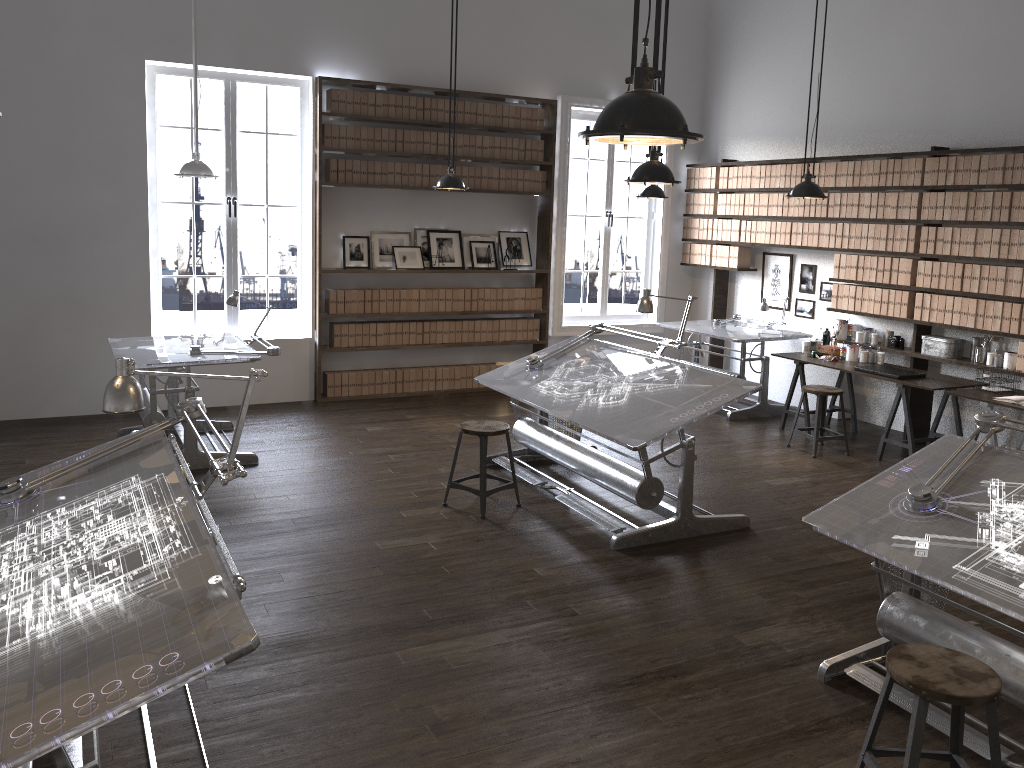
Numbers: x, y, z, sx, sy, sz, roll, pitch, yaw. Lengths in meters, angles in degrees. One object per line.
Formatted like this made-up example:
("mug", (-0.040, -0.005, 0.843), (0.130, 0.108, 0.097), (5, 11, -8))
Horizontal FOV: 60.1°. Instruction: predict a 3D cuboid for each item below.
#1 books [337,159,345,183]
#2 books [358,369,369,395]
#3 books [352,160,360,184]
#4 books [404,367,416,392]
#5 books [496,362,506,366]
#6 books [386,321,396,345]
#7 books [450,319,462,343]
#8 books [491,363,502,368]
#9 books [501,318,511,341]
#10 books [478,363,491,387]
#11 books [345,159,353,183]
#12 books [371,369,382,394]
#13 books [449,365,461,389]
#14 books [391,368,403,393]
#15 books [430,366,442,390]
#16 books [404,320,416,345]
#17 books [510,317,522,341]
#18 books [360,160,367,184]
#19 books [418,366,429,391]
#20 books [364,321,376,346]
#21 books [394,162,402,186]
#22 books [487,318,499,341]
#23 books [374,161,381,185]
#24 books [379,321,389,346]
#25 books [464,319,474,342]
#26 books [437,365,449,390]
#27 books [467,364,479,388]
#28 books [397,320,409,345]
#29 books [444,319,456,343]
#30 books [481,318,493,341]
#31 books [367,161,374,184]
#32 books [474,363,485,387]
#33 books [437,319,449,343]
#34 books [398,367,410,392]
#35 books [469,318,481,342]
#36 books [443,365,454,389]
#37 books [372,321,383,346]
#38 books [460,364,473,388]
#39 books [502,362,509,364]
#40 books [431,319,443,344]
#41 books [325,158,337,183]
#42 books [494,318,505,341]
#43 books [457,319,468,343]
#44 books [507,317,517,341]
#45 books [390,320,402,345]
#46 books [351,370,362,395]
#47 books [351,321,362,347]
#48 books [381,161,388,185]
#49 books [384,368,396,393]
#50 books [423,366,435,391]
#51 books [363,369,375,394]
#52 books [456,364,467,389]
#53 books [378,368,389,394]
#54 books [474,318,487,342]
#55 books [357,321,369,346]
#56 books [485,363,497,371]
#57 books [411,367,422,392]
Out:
("books", (-1.630, -2.001, 8.337), (0.067, 0.224, 0.176), (-2, 10, -27))
("books", (-1.473, -0.018, 8.730), (0.067, 0.224, 0.176), (-2, 10, -27))
("books", (-1.499, -2.009, 8.403), (0.067, 0.224, 0.175), (-2, 10, -27))
("books", (-1.033, -0.047, 8.956), (0.067, 0.224, 0.176), (-2, 10, -27))
("books", (-0.110, -0.105, 9.424), (0.067, 0.224, 0.175), (-2, 10, -27))
("books", (-1.211, -0.507, 8.787), (0.067, 0.224, 0.176), (-2, 10, -27))
("books", (-0.583, -0.548, 9.110), (0.067, 0.224, 0.176), (-2, 10, -27))
("books", (-0.174, -0.101, 9.392), (0.067, 0.224, 0.176), (-2, 10, -27))
("books", (-0.078, -0.579, 9.363), (0.067, 0.224, 0.176), (-2, 10, -27))
("books", (-0.293, -0.094, 9.331), (0.067, 0.224, 0.176), (-2, 10, -27))
("books", (-1.565, -2.006, 8.375), (0.067, 0.224, 0.176), (-2, 10, -27))
("books", (-1.352, -0.027, 8.797), (0.067, 0.224, 0.175), (-2, 10, -27))
("books", (-0.599, -0.073, 9.171), (0.067, 0.224, 0.176), (-2, 10, -27))
("books", (-1.156, -0.038, 8.891), (0.067, 0.224, 0.176), (-2, 10, -27))
("books", (-0.780, -0.062, 9.081), (0.067, 0.224, 0.176), (-2, 10, -27))
("books", (-1.025, -0.519, 8.883), (0.067, 0.224, 0.175), (-2, 10, -27))
("books", (0.039, -0.586, 9.419), (0.067, 0.224, 0.176), (-2, 10, -27))
("books", (-1.438, -2.014, 8.439), (0.067, 0.224, 0.175), (-2, 10, -27))
("books", (-0.910, -0.054, 9.014), (0.067, 0.224, 0.176), (-2, 10, -27))
("books", (-1.392, -0.496, 8.697), (0.067, 0.224, 0.176), (-2, 10, -27))
("books", (-1.132, -2.033, 8.588), (0.067, 0.224, 0.176), (-2, 10, -27))
("books", (-0.206, -0.572, 9.300), (0.067, 0.224, 0.176), (-2, 10, -27))
("books", (-1.312, -2.021, 8.496), (0.067, 0.224, 0.176), (-2, 10, -27))
("books", (-1.273, -0.504, 8.761), (0.067, 0.224, 0.176), (-2, 10, -27))
("books", (-0.457, -0.555, 9.167), (0.067, 0.224, 0.176), (-2, 10, -27))
("books", (-0.716, -0.066, 9.115), (0.067, 0.224, 0.176), (-2, 10, -27))
("books", (-0.412, -0.085, 9.267), (0.067, 0.224, 0.176), (-2, 10, -27))
("books", (-1.091, -0.516, 8.855), (0.067, 0.224, 0.175), (-2, 10, -27))
("books", (-0.646, -0.544, 9.080), (0.067, 0.224, 0.175), (-2, 10, -27))
("books", (-0.269, -0.568, 9.271), (0.067, 0.224, 0.175), (-2, 10, -27))
("books", (-1.375, -2.018, 8.471), (0.067, 0.224, 0.176), (-2, 10, -27))
("books", (-0.348, -0.090, 9.301), (0.067, 0.224, 0.176), (-2, 10, -27))
("books", (-0.706, -0.540, 9.045), (0.067, 0.224, 0.175), (-2, 10, -27))
("books", (-1.092, -0.043, 8.929), (0.067, 0.224, 0.176), (-2, 10, -27))
("books", (-0.393, -0.559, 9.200), (0.067, 0.224, 0.176), (-2, 10, -27))
("books", (-0.660, -0.070, 9.145), (0.067, 0.224, 0.176), (-2, 10, -27))
("books", (-1.328, -0.500, 8.731), (0.067, 0.224, 0.176), (-2, 10, -27))
("books", (-0.477, -0.082, 9.238), (0.067, 0.224, 0.176), (-2, 10, -27))
("books", (-0.045, -0.109, 9.452), (0.067, 0.224, 0.175), (-2, 10, -27))
("books", (-0.769, -0.535, 9.010), (0.067, 0.224, 0.176), (-2, 10, -27))
("books", (-1.698, -1.998, 8.308), (0.067, 0.224, 0.176), (-2, 10, -27))
("books", (-0.142, -0.575, 9.329), (0.067, 0.224, 0.176), (-2, 10, -27))
("books", (-0.516, -0.552, 9.143), (0.067, 0.224, 0.176), (-2, 10, -27))
("books", (-0.022, -0.583, 9.393), (0.067, 0.224, 0.176), (-2, 10, -27))
("books", (-1.154, -0.512, 8.823), (0.067, 0.224, 0.176), (-2, 10, -27))
("books", (-1.534, -0.015, 8.704), (0.067, 0.224, 0.176), (-2, 10, -27))
("books", (-1.520, -0.489, 8.639), (0.067, 0.224, 0.175), (-2, 10, -27))
("books", (-1.255, -2.026, 8.530), (0.067, 0.224, 0.176), (-2, 10, -27))
("books", (-1.226, -0.035, 8.862), (0.067, 0.224, 0.176), (-2, 10, -27))
("books", (-0.847, -0.058, 9.049), (0.067, 0.224, 0.175), (-2, 10, -27))
("books", (-1.415, -0.023, 8.765), (0.067, 0.224, 0.176), (-2, 10, -27))
("books", (-0.540, -0.079, 9.209), (0.067, 0.224, 0.175), (-2, 10, -27))
("books", (-1.287, -0.030, 8.826), (0.067, 0.224, 0.175), (-2, 10, -27))
("books", (-0.330, -0.564, 9.236), (0.067, 0.224, 0.175), (-2, 10, -27))
("books", (-1.457, -0.493, 8.669), (0.067, 0.224, 0.176), (-2, 10, -27))
("books", (-0.231, -0.097, 9.357), (0.067, 0.224, 0.176), (-2, 10, -27))
("books", (-0.975, -0.049, 8.981), (0.067, 0.224, 0.176), (-2, 10, -27))
